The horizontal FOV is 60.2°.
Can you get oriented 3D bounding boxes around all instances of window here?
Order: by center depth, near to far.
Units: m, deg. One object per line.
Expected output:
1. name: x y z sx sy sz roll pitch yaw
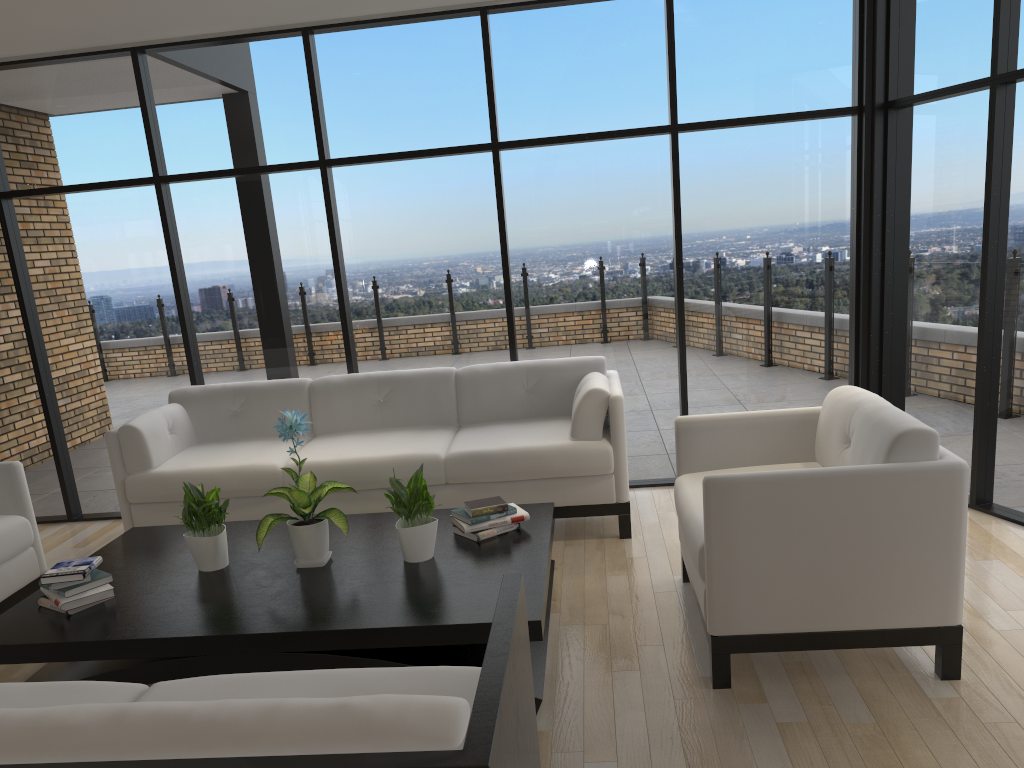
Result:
1. window: -4.861 -0.476 0.201 15.864 4.889 9.940 -6 11 -7

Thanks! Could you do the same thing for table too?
1. table: -0.850 0.896 3.579 2.033 0.359 1.238 -4 10 6

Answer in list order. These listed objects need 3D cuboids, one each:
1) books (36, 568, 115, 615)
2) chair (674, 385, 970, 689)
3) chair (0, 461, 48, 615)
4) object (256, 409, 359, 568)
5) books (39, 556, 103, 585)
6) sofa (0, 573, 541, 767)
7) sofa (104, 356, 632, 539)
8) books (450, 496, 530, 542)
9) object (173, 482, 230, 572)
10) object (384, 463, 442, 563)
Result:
1. books: -1.637 0.765 3.314 0.306 0.129 0.220 5 15 43
2. chair: 1.071 0.504 3.333 0.855 0.874 0.980 -4 12 5
3. chair: -2.656 0.774 3.710 0.855 0.874 0.980 -4 12 5
4. object: -0.819 0.408 3.441 0.355 0.645 0.362 1 15 24
5. books: -1.635 0.691 3.280 0.154 0.027 0.181 -6 10 -3
6. sofa: -0.982 0.945 1.982 2.033 0.821 0.820 -4 12 6
7. sofa: -0.731 0.398 4.903 2.696 0.874 0.836 -4 12 6
8. books: -0.093 0.555 3.725 0.305 0.129 0.221 -10 12 -26
9. object: -1.227 0.564 3.548 0.213 0.378 0.281 -13 15 -30
10. object: -0.388 0.505 3.451 0.214 0.378 0.279 -9 13 -16
